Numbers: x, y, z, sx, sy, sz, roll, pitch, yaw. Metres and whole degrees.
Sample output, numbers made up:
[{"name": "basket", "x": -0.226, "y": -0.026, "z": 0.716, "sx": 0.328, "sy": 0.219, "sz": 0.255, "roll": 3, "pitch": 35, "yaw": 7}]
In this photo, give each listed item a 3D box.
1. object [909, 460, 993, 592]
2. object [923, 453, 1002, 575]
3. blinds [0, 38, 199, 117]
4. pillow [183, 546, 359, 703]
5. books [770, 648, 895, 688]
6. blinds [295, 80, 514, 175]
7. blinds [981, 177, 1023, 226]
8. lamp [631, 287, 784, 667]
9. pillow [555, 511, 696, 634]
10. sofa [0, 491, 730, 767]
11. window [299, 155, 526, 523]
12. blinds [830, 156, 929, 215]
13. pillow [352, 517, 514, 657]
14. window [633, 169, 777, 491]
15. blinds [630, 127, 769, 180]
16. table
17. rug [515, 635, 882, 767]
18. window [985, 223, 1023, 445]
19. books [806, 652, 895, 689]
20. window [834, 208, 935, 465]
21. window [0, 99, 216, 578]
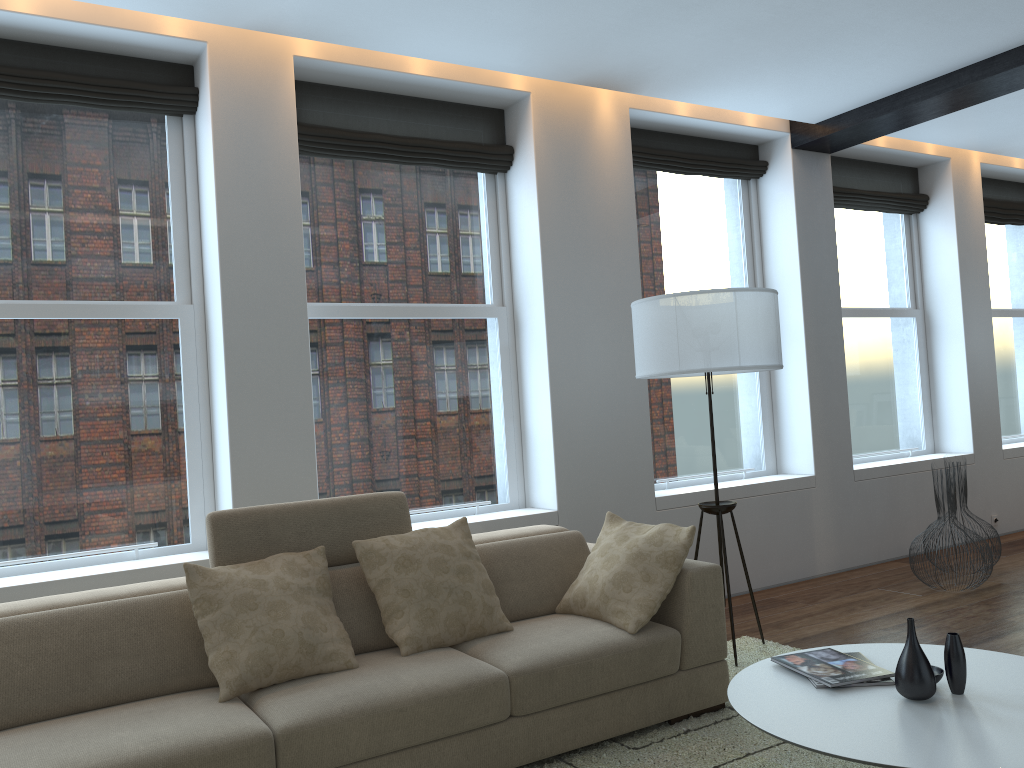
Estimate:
[{"name": "object", "x": 2.644, "y": 0.849, "z": 5.382, "sx": 0.458, "sy": 0.781, "sz": 0.458, "roll": -3, "pitch": -2, "yaw": -32}, {"name": "object", "x": 2.929, "y": 0.843, "z": 5.810, "sx": 0.458, "sy": 0.781, "sz": 0.458, "roll": -3, "pitch": -2, "yaw": -32}, {"name": "blinds", "x": -2.137, "y": -1.380, "z": 3.890, "sx": 1.442, "sy": 0.275, "sz": 0.156, "roll": -3, "pitch": -2, "yaw": -31}, {"name": "pillow", "x": -0.830, "y": 0.800, "z": 3.069, "sx": 0.519, "sy": 0.416, "sz": 0.368, "roll": -2, "pitch": -2, "yaw": -36}, {"name": "books", "x": 0.951, "y": 0.843, "z": 2.648, "sx": 0.220, "sy": 0.010, "sz": 0.300, "roll": -3, "pitch": -2, "yaw": -16}, {"name": "blinds", "x": -0.604, "y": -1.392, "z": 4.819, "sx": 1.342, "sy": 0.393, "sz": 0.156, "roll": -3, "pitch": -2, "yaw": -31}, {"name": "blinds", "x": 4.276, "y": -1.611, "z": 7.793, "sx": 1.439, "sy": 0.424, "sz": 0.156, "roll": -3, "pitch": -2, "yaw": -31}, {"name": "lamp", "x": 0.982, "y": 0.445, "z": 4.281, "sx": 0.698, "sy": 1.728, "sz": 0.698, "roll": -3, "pitch": -2, "yaw": -8}, {"name": "pillow", "x": 0.469, "y": 0.744, "z": 3.597, "sx": 0.395, "sy": 0.393, "sz": 0.518, "roll": -3, "pitch": -2, "yaw": -35}, {"name": "sofa", "x": -0.507, "y": 0.904, "z": 3.259, "sx": 2.581, "sy": 0.950, "sz": 1.018, "roll": -3, "pitch": -2, "yaw": -31}, {"name": "window", "x": -0.572, "y": -0.376, "z": 4.845, "sx": 1.345, "sy": 2.400, "sz": 0.123, "roll": -3, "pitch": -2, "yaw": -31}, {"name": "blinds", "x": 2.715, "y": -1.545, "z": 6.824, "sx": 1.431, "sy": 0.395, "sz": 0.183, "roll": -3, "pitch": -2, "yaw": -31}, {"name": "pillow", "x": -0.304, "y": 0.766, "z": 3.405, "sx": 0.534, "sy": 0.439, "sz": 0.301, "roll": -3, "pitch": -2, "yaw": -35}, {"name": "window", "x": 1.193, "y": -0.457, "z": 5.920, "sx": 1.391, "sy": 2.400, "sz": 0.123, "roll": -3, "pitch": -2, "yaw": -31}, {"name": "blinds", "x": 1.157, "y": -1.532, "z": 5.896, "sx": 1.396, "sy": 0.275, "sz": 0.156, "roll": -3, "pitch": -2, "yaw": -31}, {"name": "table", "x": 1.120, "y": 1.037, "z": 2.398, "sx": 1.022, "sy": 0.393, "sz": 1.022, "roll": -4, "pitch": -2, "yaw": 13}, {"name": "rug", "x": 0.161, "y": 1.297, "z": 2.155, "sx": 4.231, "sy": 0.020, "sz": 2.972, "roll": -3, "pitch": -2, "yaw": -31}, {"name": "window", "x": 4.306, "y": -0.602, "z": 7.817, "sx": 1.442, "sy": 2.400, "sz": 0.123, "roll": -3, "pitch": -2, "yaw": -31}, {"name": "books", "x": 0.977, "y": 0.851, "z": 2.646, "sx": 0.220, "sy": 0.010, "sz": 0.300, "roll": -4, "pitch": -2, "yaw": 4}, {"name": "window", "x": 2.739, "y": -0.529, "z": 6.862, "sx": 1.432, "sy": 2.400, "sz": 0.123, "roll": -3, "pitch": -2, "yaw": -31}, {"name": "window", "x": -2.103, "y": -0.304, "z": 3.912, "sx": 1.444, "sy": 2.400, "sz": 0.123, "roll": -3, "pitch": -2, "yaw": -31}]
